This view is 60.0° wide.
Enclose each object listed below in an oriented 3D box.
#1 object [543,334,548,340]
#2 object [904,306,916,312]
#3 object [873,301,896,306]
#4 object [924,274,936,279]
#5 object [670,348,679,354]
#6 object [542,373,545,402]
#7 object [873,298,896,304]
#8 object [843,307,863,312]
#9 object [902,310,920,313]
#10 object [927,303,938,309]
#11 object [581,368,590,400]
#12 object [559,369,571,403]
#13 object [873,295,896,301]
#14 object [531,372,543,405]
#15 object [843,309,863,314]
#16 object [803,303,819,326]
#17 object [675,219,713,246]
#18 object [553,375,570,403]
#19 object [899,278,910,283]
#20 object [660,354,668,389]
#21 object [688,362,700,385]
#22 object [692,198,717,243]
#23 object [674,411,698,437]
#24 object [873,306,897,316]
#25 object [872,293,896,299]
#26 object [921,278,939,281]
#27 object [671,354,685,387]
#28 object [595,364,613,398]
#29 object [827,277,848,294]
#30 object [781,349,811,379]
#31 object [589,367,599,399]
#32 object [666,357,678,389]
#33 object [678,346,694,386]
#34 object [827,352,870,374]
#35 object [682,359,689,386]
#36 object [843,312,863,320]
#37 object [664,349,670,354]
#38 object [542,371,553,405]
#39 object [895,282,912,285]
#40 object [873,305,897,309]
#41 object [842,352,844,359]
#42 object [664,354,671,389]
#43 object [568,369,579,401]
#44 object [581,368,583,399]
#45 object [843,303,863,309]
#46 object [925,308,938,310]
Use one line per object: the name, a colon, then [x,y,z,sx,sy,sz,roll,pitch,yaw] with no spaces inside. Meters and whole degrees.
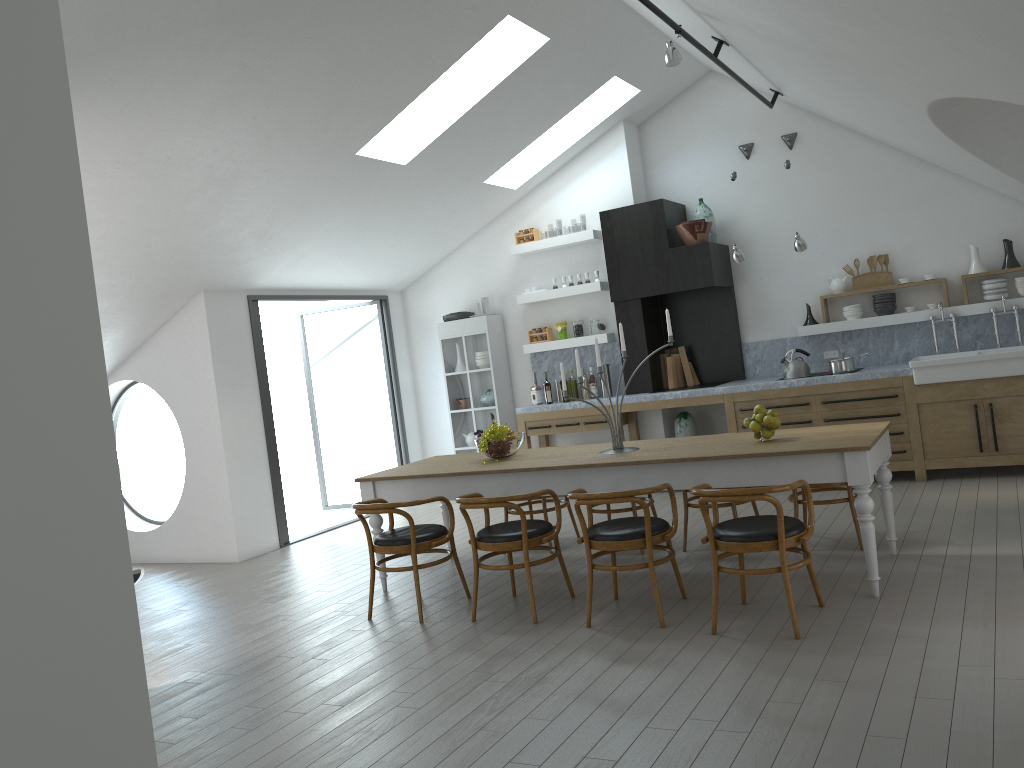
object: [0.369,-0.501,9.553,0.058,0.075,0.058,-8,0,-38]
object: [3.693,-0.691,8.220,0.098,0.048,0.099,-7,1,27]
object: [3.491,-0.731,8.297,0.205,0.086,0.205,-8,1,-18]
object: [3.830,-0.977,8.125,0.098,0.048,0.099,-7,1,27]
object: [1.724,-0.146,9.294,0.089,0.458,0.111,-8,0,29]
object: [0.368,0.047,9.511,0.085,0.331,0.086,-8,0,38]
object: [3.490,-0.753,8.302,0.205,0.072,0.206,-7,1,17]
object: [3.249,-0.690,8.440,0.181,0.069,0.180,-9,2,-43]
object: [3.696,-0.668,8.220,0.164,0.012,0.163,-9,2,-43]
object: [3.860,-0.711,8.127,0.098,0.048,0.099,-7,1,27]
object: [0.754,0.004,9.199,0.085,0.331,0.086,-8,0,38]
object: [0.543,0.021,9.216,0.093,0.359,0.092,-7,0,-17]
object: [3.492,-0.779,8.304,0.206,0.084,0.205,-8,1,-33]
object: [0.255,0.048,9.470,0.086,0.360,0.088,-7,0,-39]
object: [3.250,-0.666,8.441,0.181,0.065,0.181,-8,1,-23]
object: [2.904,-0.683,8.653,0.156,0.218,0.156,-7,0,10]
object: [1.794,-1.471,8.723,0.367,0.236,0.347,-8,1,-43]
object: [0.541,0.044,9.420,0.184,0.286,0.184,-8,0,-37]
object: [3.645,-0.955,8.229,0.098,0.048,0.099,-7,1,27]
object: [1.577,-0.131,9.199,0.057,0.359,0.075,-8,0,43]
object: [1.873,-0.106,9.195,0.113,0.252,0.057,-8,0,32]
object: [1.949,-1.634,9.002,0.231,0.503,0.230,-8,0,-20]
object: [1.794,0.532,9.101,0.231,0.498,0.230,-8,0,-20]
object: [3.498,-0.677,8.303,0.205,0.072,0.206,-7,1,17]
object: [3.487,-0.806,8.307,0.205,0.080,0.206,-7,1,32]
object: [3.833,-0.954,8.125,0.164,0.012,0.163,-9,2,-43]
object: [1.706,-0.129,9.162,0.130,0.366,0.072,-7,0,-42]
object: [0.951,-0.031,9.131,0.164,0.339,0.114,-7,0,32]
object: [3.133,-0.952,8.519,0.167,0.169,0.174,-7,1,13]
object: [2.637,-0.194,8.246,0.246,0.268,0.246,-7,1,39]
object: [0.845,-0.012,9.261,0.081,0.330,0.081,-7,0,-34]
object: [1.635,-0.112,9.065,0.081,0.336,0.148,-8,0,19]
object: [1.805,-0.184,9.137,0.078,0.427,0.147,-7,0,-26]
object: [3.064,-0.179,8.018,0.394,0.170,0.232,-7,1,9]
object: [1.811,-0.109,9.251,0.105,0.296,0.110,-8,0,4]
object: [3.254,-0.644,8.441,0.181,0.064,0.181,-9,2,-38]
object: [1.664,-0.152,9.336,0.067,0.425,0.088,-8,0,43]
object: [0.370,0.045,9.309,0.093,0.359,0.092,-7,0,-27]
object: [3.648,-0.932,8.229,0.164,0.012,0.163,-9,2,-43]
object: [3.494,-0.703,8.304,0.205,0.086,0.205,-8,1,-23]
object: [3.007,-0.200,8.086,0.051,0.167,0.236,-8,1,24]
object: [1.620,-0.130,9.159,0.068,0.367,0.131,-8,0,43]
object: [0.639,0.011,9.286,0.092,0.339,0.091,-7,0,-43]
object: [0.759,-0.003,9.326,0.085,0.331,0.086,-8,0,38]
object: [3.247,-0.718,8.439,0.181,0.076,0.180,-8,1,-23]
object: [3.863,-0.688,8.127,0.164,0.012,0.163,-9,2,-43]
